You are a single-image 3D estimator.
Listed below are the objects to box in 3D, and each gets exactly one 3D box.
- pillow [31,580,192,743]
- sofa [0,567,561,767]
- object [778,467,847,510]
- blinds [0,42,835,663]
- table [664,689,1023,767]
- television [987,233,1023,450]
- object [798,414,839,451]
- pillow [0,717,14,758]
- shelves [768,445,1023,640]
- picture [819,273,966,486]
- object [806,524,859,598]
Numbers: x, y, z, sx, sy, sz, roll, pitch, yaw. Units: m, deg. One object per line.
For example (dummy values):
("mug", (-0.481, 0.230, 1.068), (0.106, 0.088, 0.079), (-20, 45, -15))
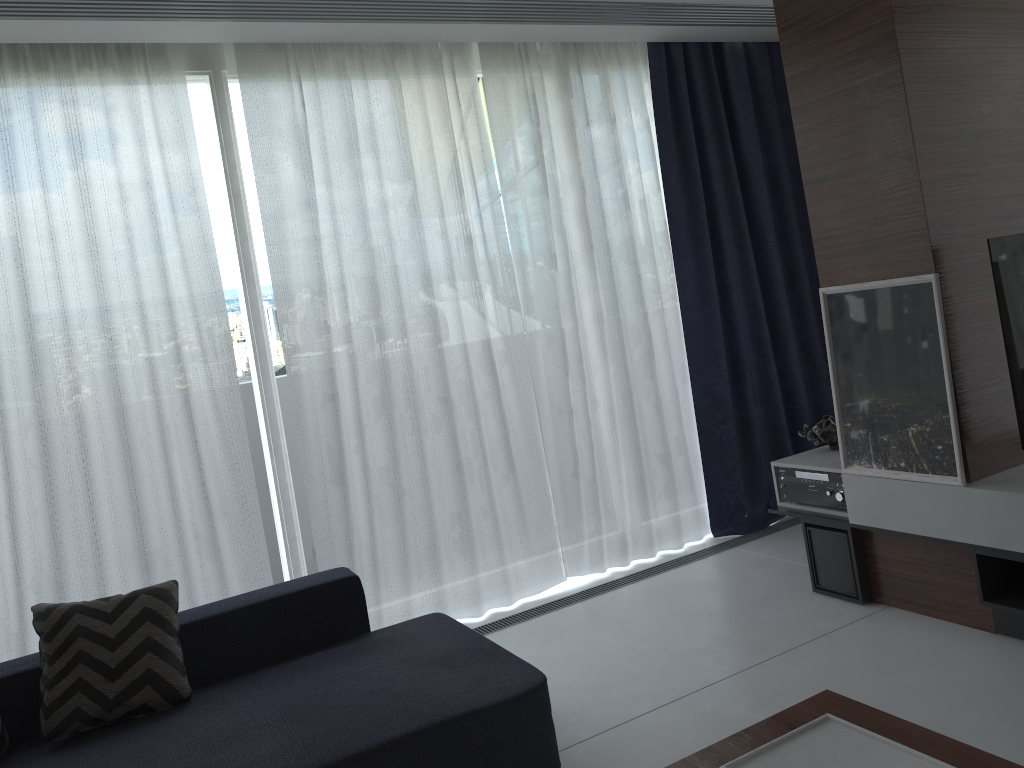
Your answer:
("pillow", (-1.184, 0.801, 2.619), (0.417, 0.344, 0.285), (-10, 2, -22))
("sofa", (-0.515, 0.966, 1.617), (1.911, 0.607, 2.862), (-11, 5, -27))
("object", (1.357, 0.393, 3.626), (0.371, 0.150, 0.368), (-11, 4, -27))
("blinds", (0.157, -0.205, 1.197), (7.175, 2.770, 5.781), (-11, 4, -24))
("table", (0.574, 0.928, 1.470), (0.810, 0.352, 0.797), (-11, 4, -27))
("television", (1.927, -0.096, 2.367), (0.299, 0.785, 1.225), (-9, 3, -27))
("object", (1.386, 0.201, 3.778), (0.309, 0.150, 0.138), (-8, 2, 20))
("pillow", (-1.591, 0.911, 2.225), (0.355, 0.518, 0.600), (-9, 2, 3))
("shelves", (2.001, 0.504, 2.865), (0.878, 0.498, 2.341), (-11, 5, -27))
("picture", (1.323, -0.015, 3.116), (0.053, 0.700, 0.498), (-9, 1, -27))
("object", (1.351, 0.670, 3.494), (0.256, 0.251, 0.212), (-10, 2, -27))
